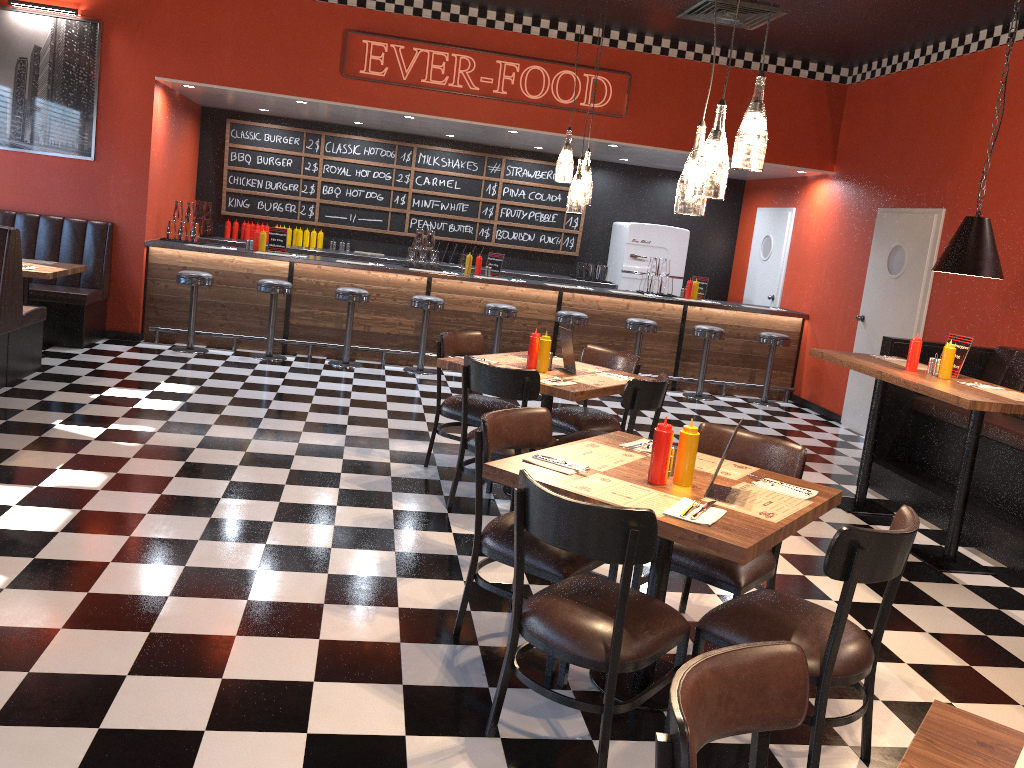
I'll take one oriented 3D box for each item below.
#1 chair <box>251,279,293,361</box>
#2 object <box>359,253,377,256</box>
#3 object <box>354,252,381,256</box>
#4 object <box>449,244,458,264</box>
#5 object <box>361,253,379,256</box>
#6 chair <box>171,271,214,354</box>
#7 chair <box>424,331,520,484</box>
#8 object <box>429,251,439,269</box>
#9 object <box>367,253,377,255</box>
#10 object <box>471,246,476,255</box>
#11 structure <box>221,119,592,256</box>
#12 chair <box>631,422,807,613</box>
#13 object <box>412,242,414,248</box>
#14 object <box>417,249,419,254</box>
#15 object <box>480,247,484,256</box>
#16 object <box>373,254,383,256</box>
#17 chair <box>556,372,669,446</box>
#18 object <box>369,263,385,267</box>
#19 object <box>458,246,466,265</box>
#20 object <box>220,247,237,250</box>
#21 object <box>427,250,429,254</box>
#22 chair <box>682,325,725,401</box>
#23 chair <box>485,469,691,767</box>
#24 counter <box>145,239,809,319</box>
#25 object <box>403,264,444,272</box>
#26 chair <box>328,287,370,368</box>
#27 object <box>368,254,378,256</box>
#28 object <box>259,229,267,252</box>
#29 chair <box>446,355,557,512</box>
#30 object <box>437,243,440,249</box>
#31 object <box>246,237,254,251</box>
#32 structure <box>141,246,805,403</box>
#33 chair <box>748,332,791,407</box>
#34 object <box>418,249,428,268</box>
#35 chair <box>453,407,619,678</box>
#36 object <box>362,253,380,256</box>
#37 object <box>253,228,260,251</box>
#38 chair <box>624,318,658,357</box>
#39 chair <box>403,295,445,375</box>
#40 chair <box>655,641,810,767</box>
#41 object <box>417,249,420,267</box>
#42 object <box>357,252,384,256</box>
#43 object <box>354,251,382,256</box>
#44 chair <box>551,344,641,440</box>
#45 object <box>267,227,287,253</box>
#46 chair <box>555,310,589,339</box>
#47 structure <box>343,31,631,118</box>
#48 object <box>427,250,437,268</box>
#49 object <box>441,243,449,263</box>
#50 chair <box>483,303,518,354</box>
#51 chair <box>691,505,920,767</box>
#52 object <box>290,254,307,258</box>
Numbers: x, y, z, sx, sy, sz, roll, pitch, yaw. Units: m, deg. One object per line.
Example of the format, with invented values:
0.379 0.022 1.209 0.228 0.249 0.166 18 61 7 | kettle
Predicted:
-2.368 -0.641 8.746 0.350 0.770 0.349 14 11 40 | chair
-1.801 -1.640 11.181 0.365 0.001 0.263 6 10 -4 | object
-1.800 -1.645 11.180 0.365 0.001 0.263 6 10 -6 | object
-0.747 -1.670 11.351 0.072 0.255 0.189 7 9 0 | object
-1.801 -1.643 11.181 0.365 0.001 0.263 6 10 -7 | object
-3.106 -0.708 8.622 0.350 0.770 0.349 13 10 35 | chair
-0.237 0.124 5.713 0.546 0.862 0.487 12 10 30 | chair
-0.839 -1.336 9.582 0.106 0.207 0.105 13 10 35 | object
-1.800 -1.651 11.179 0.365 0.001 0.263 5 10 -10 | object
-0.526 -1.649 11.388 0.074 0.256 0.190 6 9 -8 | object
-1.280 -2.441 11.180 4.539 1.140 0.201 5 8 -10 | structure
0.841 0.640 3.597 0.489 0.862 0.545 14 11 38 | chair
-1.278 -1.719 11.265 0.070 0.256 0.190 7 9 -3 | object
-1.187 -1.710 11.275 0.073 0.258 0.193 6 9 -7 | object
-0.417 -1.640 11.407 0.072 0.255 0.189 6 9 -5 | object
-1.800 -1.647 11.180 0.365 0.001 0.263 6 10 -7 | object
0.562 0.344 5.040 0.546 0.862 0.487 12 10 30 | chair
-1.419 -1.256 9.291 0.157 0.019 0.257 4 11 -14 | object
-0.637 -1.660 11.370 0.072 0.255 0.189 6 9 -5 | object
-2.879 -1.382 9.006 0.157 0.019 0.257 4 11 -14 | object
-1.077 -1.700 11.295 0.072 0.255 0.189 5 9 -15 | object
2.059 -0.237 9.496 0.348 0.770 0.351 6 8 -5 | chair
0.254 0.716 2.788 0.488 0.862 0.545 13 10 35 | chair
-0.201 -1.130 9.608 7.034 0.050 0.680 5 10 -10 | counter
-0.965 -1.264 9.644 0.436 0.018 0.275 5 10 -10 | object
-1.630 -0.574 8.871 0.350 0.770 0.349 14 11 40 | chair
-1.801 -1.641 11.181 0.365 0.001 0.263 6 10 -7 | object
-2.592 -1.497 9.216 0.068 0.236 0.068 6 8 -8 | object
-0.031 0.292 4.926 0.488 0.862 0.546 12 10 29 | chair
-0.967 -1.690 11.314 0.072 0.255 0.189 6 9 -5 | object
-2.712 -1.448 9.158 0.094 0.135 0.047 11 9 25 | object
-0.220 -0.536 9.379 7.034 1.033 0.217 5 8 -10 | structure
2.797 -0.169 9.621 0.350 0.770 0.349 13 10 35 | chair
-0.960 -1.349 9.569 0.106 0.207 0.105 13 10 35 | object
0.102 0.572 3.478 0.547 0.862 0.487 12 10 32 | chair
-1.801 -1.644 11.180 0.365 0.001 0.263 6 10 -8 | object
-2.675 -1.518 9.273 0.068 0.236 0.068 6 8 -8 | object
1.321 -0.304 9.371 0.348 0.770 0.351 6 8 -10 | chair
-0.892 -0.506 8.996 0.350 0.770 0.349 12 9 30 | chair
0.483 0.975 1.517 0.547 0.862 0.487 14 11 39 | chair
-0.984 -1.371 9.675 0.106 0.207 0.105 13 10 35 | object
-1.800 -1.649 11.180 0.365 0.001 0.263 5 10 -8 | object
-1.800 -1.646 11.180 0.365 0.001 0.263 5 10 -12 | object
0.485 0.208 5.733 0.544 0.862 0.489 -1 11 -42 | chair
-2.479 -1.520 9.366 0.188 0.255 0.073 4 9 -20 | object
0.583 -0.371 9.246 0.350 0.770 0.349 13 10 35 | chair
-0.223 -3.090 8.887 2.872 0.436 0.123 5 8 -10 | structure
-0.867 -1.360 9.695 0.106 0.207 0.105 13 10 35 | object
-0.858 -1.680 11.332 0.070 0.257 0.190 6 9 -7 | object
-0.155 -0.439 9.121 0.350 0.770 0.349 13 10 35 | chair
0.948 0.787 2.864 0.486 0.862 0.548 -2 12 -45 | chair
-2.201 -1.323 9.135 0.157 0.019 0.257 6 10 -4 | object
